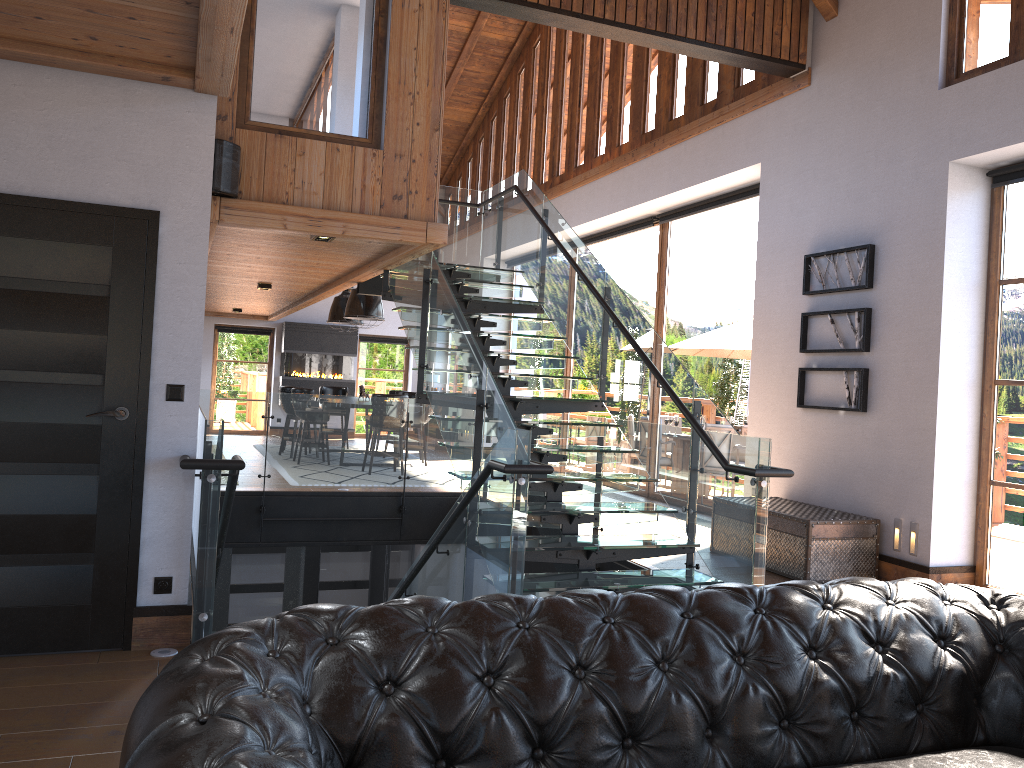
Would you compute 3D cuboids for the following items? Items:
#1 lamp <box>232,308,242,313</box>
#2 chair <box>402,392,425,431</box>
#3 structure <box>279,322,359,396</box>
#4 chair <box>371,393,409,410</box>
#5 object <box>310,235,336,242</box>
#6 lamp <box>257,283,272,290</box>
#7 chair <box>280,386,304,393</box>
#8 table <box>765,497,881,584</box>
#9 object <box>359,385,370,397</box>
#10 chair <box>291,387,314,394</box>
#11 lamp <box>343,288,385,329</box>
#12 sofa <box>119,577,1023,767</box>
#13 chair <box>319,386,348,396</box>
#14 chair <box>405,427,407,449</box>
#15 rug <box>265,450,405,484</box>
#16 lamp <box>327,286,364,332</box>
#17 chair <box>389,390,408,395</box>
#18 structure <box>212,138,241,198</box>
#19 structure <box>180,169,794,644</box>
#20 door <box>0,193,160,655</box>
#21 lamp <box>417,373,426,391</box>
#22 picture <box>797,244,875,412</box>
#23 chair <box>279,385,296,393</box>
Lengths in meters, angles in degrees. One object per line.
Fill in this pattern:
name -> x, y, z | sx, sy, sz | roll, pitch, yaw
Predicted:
lamp -> -4.932, -1.321, 15.910 | 0.156, 0.068, 0.259 | 3, 0, -21
chair -> -1.678, 0.673, 14.134 | 0.574, 1.092, 0.498 | 4, -1, -37
structure -> -3.895, -0.370, 17.836 | 1.456, 1.650, 0.429 | 3, -1, -22
chair -> -1.680, 0.677, 11.872 | 0.508, 1.092, 0.563 | 3, -1, -22
object -> -1.407, -1.112, 6.605 | 0.156, 0.068, 0.259 | 3, 0, -21
lamp -> -3.074, -1.211, 11.004 | 0.156, 0.068, 0.259 | 3, 0, -21
chair -> -3.285, 0.586, 13.589 | 0.574, 1.092, 0.498 | 4, -1, -37
table -> 2.226, 1.217, 7.088 | 0.689, 0.470, 1.244 | 3, 0, -21
object -> -2.294, 0.137, 13.804 | 0.115, 0.253, 0.223 | 3, -1, 32
chair -> -2.900, 0.609, 12.714 | 0.573, 1.092, 0.500 | 3, -1, -22
lamp -> -2.097, -3.177, 13.328 | 0.616, 4.686, 0.626 | 3, -1, 24
sofa -> 0.528, 0.948, 1.884 | 2.587, 0.838, 1.229 | 3, 0, -22
chair -> -3.146, 0.590, 15.588 | 0.508, 1.092, 0.563 | 3, -1, -22
chair -> -1.451, 0.696, 13.349 | 0.571, 1.092, 0.501 | 3, -1, -12
rug -> -2.378, 1.183, 13.383 | 2.572, 0.047, 5.586 | 3, 0, -21
lamp -> -2.656, -3.210, 14.805 | 0.616, 4.686, 0.626 | 3, -1, 24
chair -> -2.063, 0.650, 15.009 | 0.573, 1.092, 0.500 | 3, -1, -22
structure -> -1.908, -1.419, 5.856 | 0.215, 0.349, 0.212 | 3, -1, -21
structure -> 1.199, 1.002, 9.457 | 9.284, 6.399, 10.937 | 3, 0, -21
door -> -2.153, 0.192, 3.984 | 0.949, 2.056, 0.142 | 3, -1, -22
lamp -> -1.700, -0.007, 18.024 | 0.472, 0.726, 0.468 | 3, -1, -12
picture -> 2.641, -0.443, 7.266 | 0.059, 1.312, 0.768 | 3, -1, -21
chair -> -3.513, 0.582, 14.374 | 0.571, 1.092, 0.501 | 3, -1, -12
